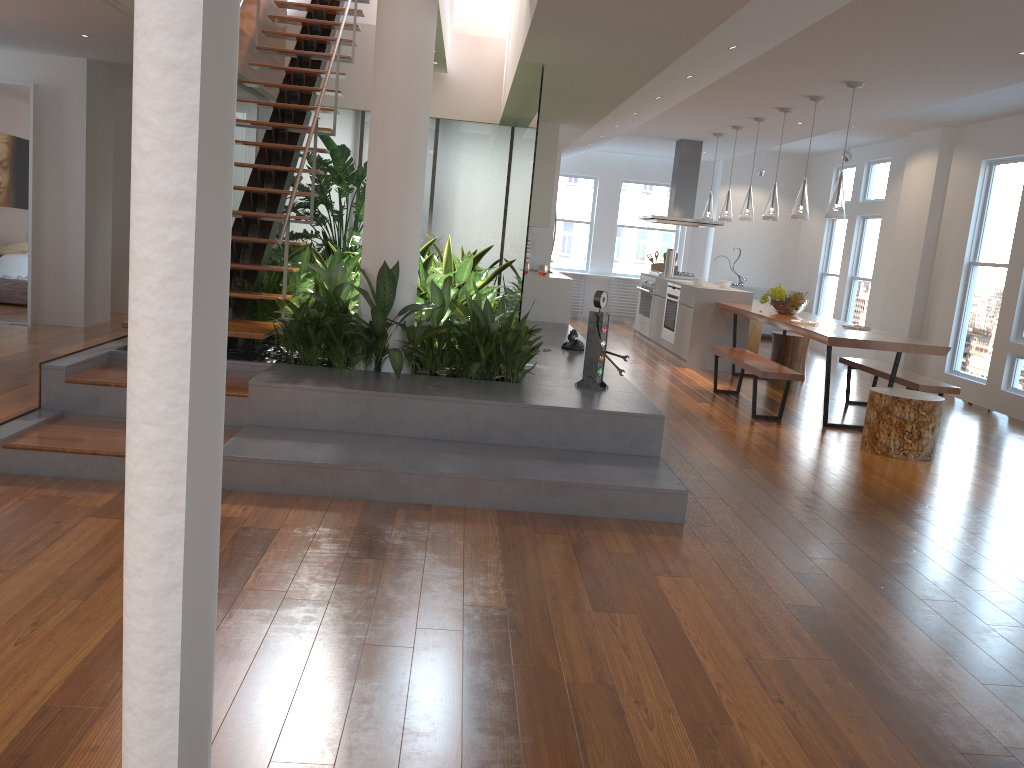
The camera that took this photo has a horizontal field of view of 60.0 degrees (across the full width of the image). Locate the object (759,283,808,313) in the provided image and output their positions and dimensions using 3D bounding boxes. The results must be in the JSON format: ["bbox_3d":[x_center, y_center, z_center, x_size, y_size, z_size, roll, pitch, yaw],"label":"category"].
[{"bbox_3d":[2.498,-0.776,8.121,0.394,0.284,0.292,-3,13,-39],"label":"object"}]

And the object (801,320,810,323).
[{"bbox_3d":[2.365,-0.500,7.157,0.070,0.030,0.079,-3,13,-40],"label":"object"}]

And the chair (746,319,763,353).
[{"bbox_3d":[2.937,-0.649,11.306,0.344,0.430,0.549,5,10,0],"label":"chair"}]

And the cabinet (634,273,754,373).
[{"bbox_3d":[2.059,-0.802,10.532,0.597,0.832,2.936,5,10,-4],"label":"cabinet"}]

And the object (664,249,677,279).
[{"bbox_3d":[1.950,-1.476,10.877,0.172,0.356,0.120,-4,14,-45],"label":"object"}]

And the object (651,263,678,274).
[{"bbox_3d":[2.024,-1.527,11.791,0.353,0.157,0.084,5,10,-4],"label":"object"}]

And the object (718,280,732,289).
[{"bbox_3d":[2.253,-1.054,9.400,0.152,0.082,0.152,-4,13,-42],"label":"object"}]

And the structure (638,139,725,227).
[{"bbox_3d":[2.183,-2.706,11.109,0.909,1.405,0.900,5,10,-4],"label":"structure"}]

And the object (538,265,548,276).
[{"bbox_3d":[0.310,-1.140,8.883,0.094,0.106,0.094,6,10,2],"label":"object"}]

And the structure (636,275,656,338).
[{"bbox_3d":[1.975,-0.988,11.418,0.649,0.735,0.890,5,10,-4],"label":"structure"}]

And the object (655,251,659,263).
[{"bbox_3d":[1.913,-1.617,11.779,0.055,0.299,0.027,5,10,-4],"label":"object"}]

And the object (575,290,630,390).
[{"bbox_3d":[0.550,-0.246,5.098,0.318,0.565,0.134,12,11,32],"label":"object"}]

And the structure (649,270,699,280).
[{"bbox_3d":[2.056,-1.405,11.361,0.520,0.073,0.650,5,10,-4],"label":"structure"}]

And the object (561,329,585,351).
[{"bbox_3d":[0.462,-0.346,6.820,0.216,0.155,0.181,-2,12,-38],"label":"object"}]

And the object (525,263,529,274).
[{"bbox_3d":[0.127,-1.163,8.917,0.094,0.106,0.094,6,10,2],"label":"object"}]

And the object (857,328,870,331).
[{"bbox_3d":[2.805,-0.433,7.035,0.158,0.017,0.019,4,10,-9],"label":"object"}]

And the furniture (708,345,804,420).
[{"bbox_3d":[1.923,-0.014,7.207,0.316,0.389,1.433,5,10,-4],"label":"furniture"}]

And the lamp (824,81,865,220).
[{"bbox_3d":[2.492,-1.771,6.625,0.160,1.060,0.160,10,11,23],"label":"lamp"}]

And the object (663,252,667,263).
[{"bbox_3d":[2.032,-1.606,11.787,0.061,0.299,0.040,4,10,-6],"label":"object"}]

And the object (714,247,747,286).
[{"bbox_3d":[3.255,-1.738,13.079,0.590,0.563,0.210,-1,11,-32],"label":"object"}]

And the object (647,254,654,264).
[{"bbox_3d":[1.875,-1.602,11.778,0.199,0.259,0.016,6,10,7],"label":"object"}]

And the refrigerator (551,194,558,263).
[{"bbox_3d":[0.182,-1.672,11.639,0.725,1.772,0.908,5,10,-4],"label":"refrigerator"}]

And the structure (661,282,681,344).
[{"bbox_3d":[1.803,-0.806,10.007,0.072,0.648,0.644,5,10,-4],"label":"structure"}]

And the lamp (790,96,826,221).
[{"bbox_3d":[2.455,-1.897,7.336,0.160,1.060,0.160,10,11,23],"label":"lamp"}]

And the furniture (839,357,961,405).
[{"bbox_3d":[3.110,0.084,7.284,0.316,0.389,1.433,5,10,-4],"label":"furniture"}]

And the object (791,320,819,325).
[{"bbox_3d":[2.365,-0.494,7.158,0.222,0.020,0.222,13,12,36],"label":"object"}]

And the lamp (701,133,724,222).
[{"bbox_3d":[2.311,-2.400,10.180,0.160,1.060,0.160,10,11,23],"label":"lamp"}]

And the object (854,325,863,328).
[{"bbox_3d":[2.787,-0.457,7.138,0.079,0.030,0.070,13,13,39],"label":"object"}]

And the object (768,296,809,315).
[{"bbox_3d":[2.518,-0.710,8.119,0.360,0.159,0.360,-3,13,-40],"label":"object"}]

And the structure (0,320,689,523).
[{"bbox_3d":[-0.882,-0.160,6.606,3.088,0.386,5.584,5,10,-4],"label":"structure"}]

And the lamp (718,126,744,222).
[{"bbox_3d":[2.347,-2.274,9.469,0.160,1.060,0.160,10,11,23],"label":"lamp"}]

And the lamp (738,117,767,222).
[{"bbox_3d":[2.383,-2.148,8.758,0.160,1.060,0.160,10,11,23],"label":"lamp"}]

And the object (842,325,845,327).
[{"bbox_3d":[2.771,-0.470,7.260,0.149,0.014,0.044,5,10,-2],"label":"object"}]

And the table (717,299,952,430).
[{"bbox_3d":[2.455,-0.469,9.191,0.893,0.704,5.996,5,10,-4],"label":"table"}]

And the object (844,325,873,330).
[{"bbox_3d":[2.786,-0.451,7.139,0.222,0.020,0.222,3,10,-12],"label":"object"}]

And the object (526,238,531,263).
[{"bbox_3d":[0.079,-1.552,10.442,0.267,0.356,0.266,9,10,22],"label":"object"}]

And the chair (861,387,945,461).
[{"bbox_3d":[2.607,0.261,5.929,0.460,0.400,0.460,6,10,6],"label":"chair"}]

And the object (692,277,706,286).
[{"bbox_3d":[1.999,-1.096,9.506,0.152,0.082,0.152,12,12,35],"label":"object"}]

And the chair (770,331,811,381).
[{"bbox_3d":[2.843,-0.287,9.113,0.396,0.455,0.402,3,10,-14],"label":"chair"}]

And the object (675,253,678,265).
[{"bbox_3d":[2.166,-1.594,11.797,0.057,0.294,0.030,5,10,-4],"label":"object"}]

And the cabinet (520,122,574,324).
[{"bbox_3d":[0.184,-1.759,10.869,0.676,2.280,4.565,5,10,-4],"label":"cabinet"}]

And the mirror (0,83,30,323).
[{"bbox_3d":[-4.856,-1.599,7.713,1.267,2.044,0.049,5,10,-4],"label":"mirror"}]

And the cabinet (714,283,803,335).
[{"bbox_3d":[3.575,-1.081,13.256,1.309,0.725,0.420,5,10,-4],"label":"cabinet"}]

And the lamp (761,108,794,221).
[{"bbox_3d":[2.419,-2.022,8.047,0.160,1.060,0.160,10,11,23],"label":"lamp"}]

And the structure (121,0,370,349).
[{"bbox_3d":[-0.933,-2.340,6.892,2.552,4.265,4.591,5,10,-4],"label":"structure"}]
